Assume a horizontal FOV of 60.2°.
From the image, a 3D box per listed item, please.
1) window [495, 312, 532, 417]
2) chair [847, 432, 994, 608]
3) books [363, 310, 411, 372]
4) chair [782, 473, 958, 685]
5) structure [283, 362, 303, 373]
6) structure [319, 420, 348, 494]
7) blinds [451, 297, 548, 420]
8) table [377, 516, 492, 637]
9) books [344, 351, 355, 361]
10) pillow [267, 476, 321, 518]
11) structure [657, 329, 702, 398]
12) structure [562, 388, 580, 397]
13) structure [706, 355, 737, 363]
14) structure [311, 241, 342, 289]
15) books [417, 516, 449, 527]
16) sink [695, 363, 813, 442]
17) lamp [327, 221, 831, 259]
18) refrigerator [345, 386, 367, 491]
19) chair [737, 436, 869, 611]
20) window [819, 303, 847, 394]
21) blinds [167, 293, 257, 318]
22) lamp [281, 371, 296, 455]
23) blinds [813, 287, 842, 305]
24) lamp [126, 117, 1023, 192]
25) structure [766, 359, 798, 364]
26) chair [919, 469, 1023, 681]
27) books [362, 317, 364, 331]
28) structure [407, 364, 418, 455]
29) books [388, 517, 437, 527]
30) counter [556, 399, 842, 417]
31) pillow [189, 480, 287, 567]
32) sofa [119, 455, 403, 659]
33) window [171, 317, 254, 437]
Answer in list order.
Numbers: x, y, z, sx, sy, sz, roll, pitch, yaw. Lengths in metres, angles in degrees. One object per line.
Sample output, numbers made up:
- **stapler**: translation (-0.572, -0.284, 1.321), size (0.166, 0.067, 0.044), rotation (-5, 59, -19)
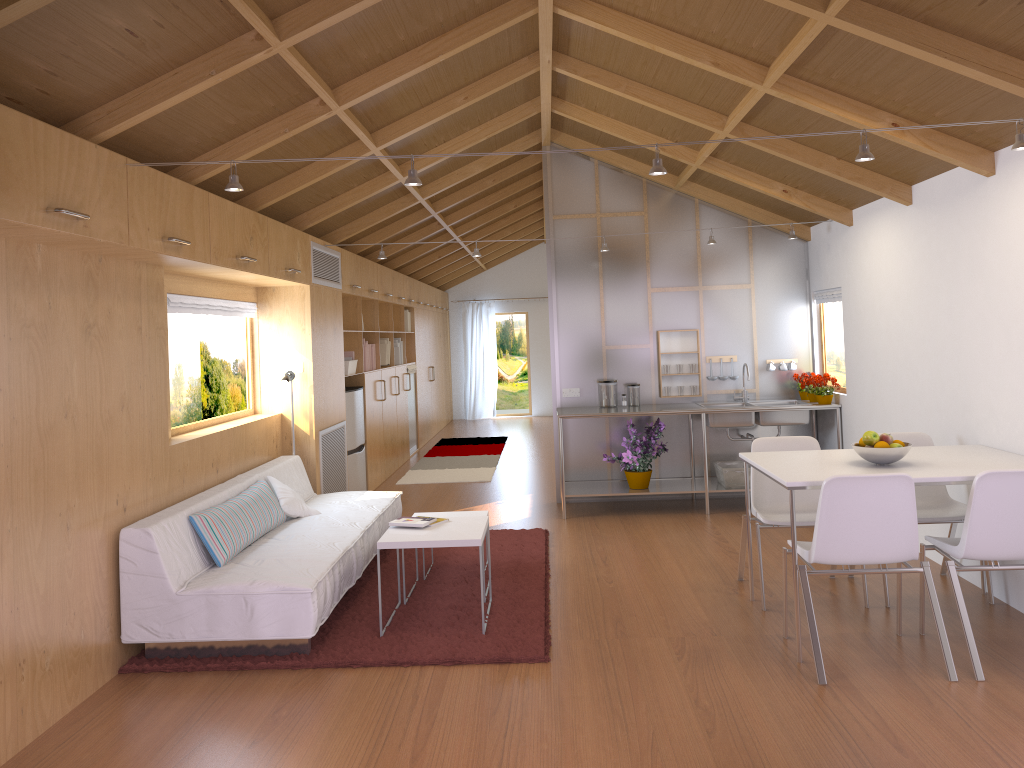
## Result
- **window**: translation (-0.124, -0.337, 15.205), size (0.874, 1.789, 0.026), rotation (-2, -1, 2)
- **chair**: translation (2.065, 0.664, 4.547), size (0.531, 0.787, 0.546), rotation (-2, 0, 2)
- **books**: translation (-1.401, -0.519, 9.605), size (0.189, 0.658, 3.110), rotation (-2, 3, 2)
- **chair**: translation (1.435, 0.736, 3.662), size (0.531, 0.787, 0.546), rotation (-2, 0, 2)
- **structure**: translation (-1.554, -0.117, 6.266), size (0.142, 0.071, 0.011), rotation (-2, -1, 2)
- **structure**: translation (-1.356, 0.679, 6.761), size (0.013, 0.722, 0.819), rotation (-2, 1, 2)
- **blinds**: translation (0.422, -0.466, 15.023), size (2.847, 2.040, 0.232), rotation (-2, -1, 1)
- **table**: translation (-0.366, 0.929, 4.342), size (0.485, 0.439, 0.524), rotation (-2, 1, 2)
- **books**: translation (-1.462, -0.189, 7.748), size (0.150, 0.193, 0.088), rotation (-2, -1, 2)
- **pillow**: translation (-1.311, 0.672, 5.286), size (0.267, 0.252, 0.345), rotation (-3, 2, -34)
- **structure**: translation (1.364, -0.167, 7.204), size (0.328, 0.546, 0.076), rotation (-2, -1, 2)
- **structure**: translation (0.487, 0.072, 7.268), size (0.142, 0.071, 0.011), rotation (-2, -1, 2)
- **structure**: translation (1.713, -0.203, 7.222), size (0.250, 0.051, 0.016), rotation (-2, -1, 2)
- **structure**: translation (-1.420, -0.899, 6.775), size (0.013, 0.301, 0.903), rotation (-2, 3, 2)
- **books**: translation (-0.443, 0.701, 4.503), size (0.193, 0.016, 0.153), rotation (0, 4, 32)
- **sink**: translation (1.873, 0.159, 6.922), size (0.810, 0.641, 0.563), rotation (-2, 1, 2)
- **lamp**: translation (0.491, -1.072, 6.674), size (3.827, 0.153, 0.072), rotation (-2, -1, 2)
- **refrigerator**: translation (-1.421, 0.536, 7.616), size (0.261, 0.988, 0.713), rotation (-2, 0, 2)
- **chair**: translation (1.471, 0.686, 4.569), size (0.531, 0.787, 0.546), rotation (-2, 0, 2)
- **window**: translation (2.503, -0.337, 6.808), size (0.026, 0.796, 0.724), rotation (-2, 1, 2)
- **blinds**: translation (-1.850, -0.482, 5.538), size (0.047, 0.111, 1.498), rotation (-2, 3, 2)
- **lamp**: translation (-1.504, 0.506, 6.116), size (0.183, 1.199, 0.254), rotation (-2, -1, -22)
- **blinds**: translation (2.449, -0.680, 6.818), size (0.047, 0.111, 0.725), rotation (-2, 3, 2)
- **lamp**: translation (0.366, -0.895, 3.485), size (3.827, 0.153, 0.072), rotation (-2, -1, 2)
- **structure**: translation (2.200, -0.185, 7.190), size (0.250, 0.032, 0.041), rotation (-2, 1, 2)
- **chair**: translation (2.028, 0.714, 3.639), size (0.531, 0.787, 0.546), rotation (-2, 0, 2)
- **books**: translation (-1.472, -0.631, 8.156), size (0.175, 0.297, 0.279), rotation (-2, 1, 2)
- **structure**: translation (-1.341, 0.304, 10.775), size (0.315, 1.080, 0.725), rotation (-2, 0, 2)
- **books**: translation (-0.498, 0.691, 4.437), size (0.193, 0.016, 0.153), rotation (-1, 3, 22)
- **counter**: translation (1.405, 0.184, 6.913), size (2.109, 0.021, 0.650), rotation (-2, 3, 2)
- **pillow**: translation (-1.413, 0.712, 4.665), size (0.171, 0.251, 1.042), rotation (-2, 3, 2)
- **sofa**: translation (-1.216, 0.852, 4.933), size (0.862, 0.629, 2.356), rotation (-2, 3, 2)
- **window**: translation (-1.888, -0.140, 5.531), size (0.035, 0.790, 1.497), rotation (-2, 2, 2)
